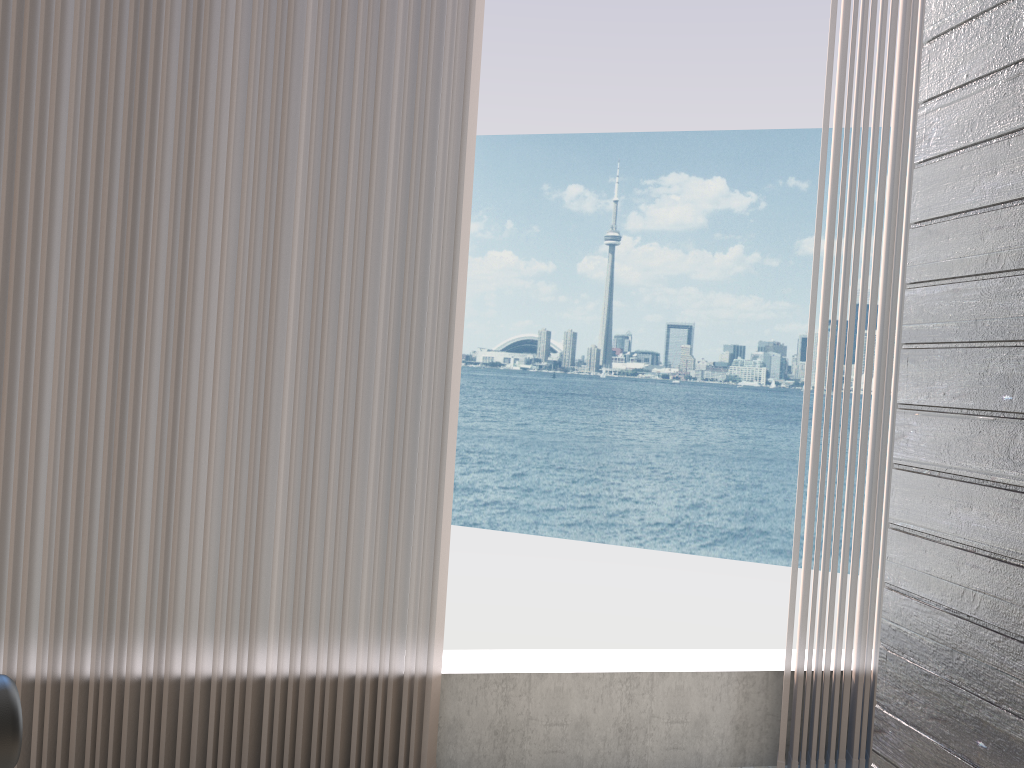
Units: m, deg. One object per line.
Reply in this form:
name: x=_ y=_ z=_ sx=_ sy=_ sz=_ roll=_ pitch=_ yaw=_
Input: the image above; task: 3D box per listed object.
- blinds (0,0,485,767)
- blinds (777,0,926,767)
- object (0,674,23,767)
blinds: x=-0.649 y=-0.415 z=2.041 sx=1.133 sy=2.744 sz=0.069 roll=4 pitch=1 yaw=-12
blinds: x=1.336 y=-0.291 z=2.468 sx=1.133 sy=2.744 sz=0.069 roll=4 pitch=1 yaw=-12
object: x=-0.309 y=0.631 z=0.288 sx=0.505 sy=0.746 sz=1.312 roll=3 pitch=1 yaw=-43
